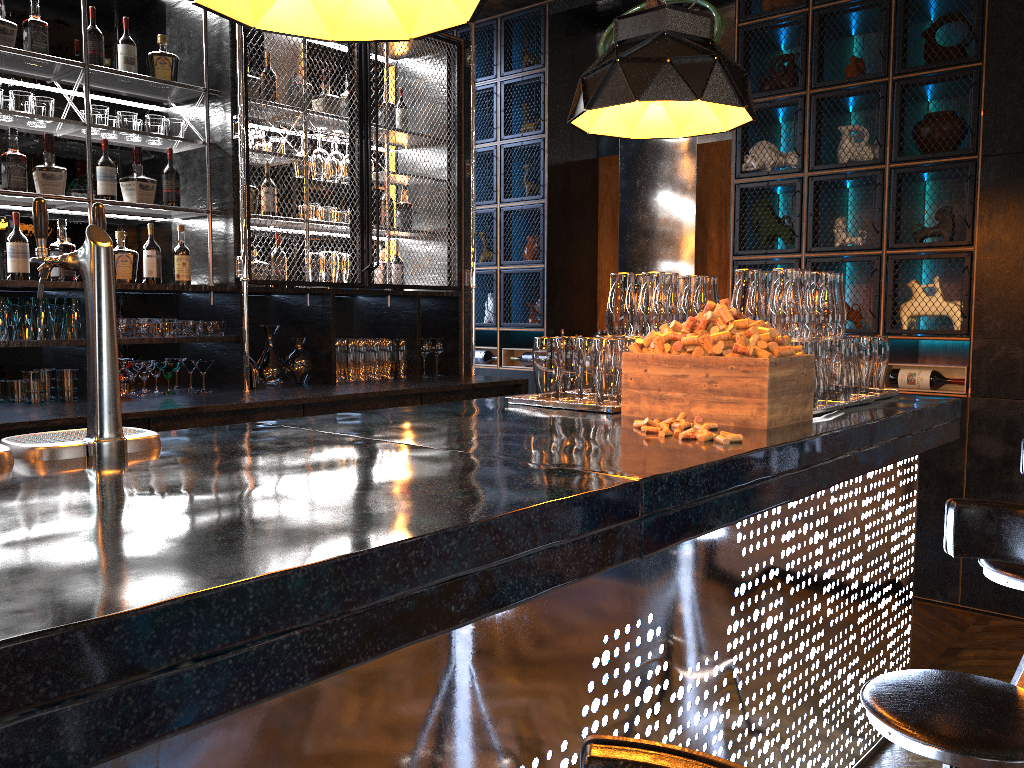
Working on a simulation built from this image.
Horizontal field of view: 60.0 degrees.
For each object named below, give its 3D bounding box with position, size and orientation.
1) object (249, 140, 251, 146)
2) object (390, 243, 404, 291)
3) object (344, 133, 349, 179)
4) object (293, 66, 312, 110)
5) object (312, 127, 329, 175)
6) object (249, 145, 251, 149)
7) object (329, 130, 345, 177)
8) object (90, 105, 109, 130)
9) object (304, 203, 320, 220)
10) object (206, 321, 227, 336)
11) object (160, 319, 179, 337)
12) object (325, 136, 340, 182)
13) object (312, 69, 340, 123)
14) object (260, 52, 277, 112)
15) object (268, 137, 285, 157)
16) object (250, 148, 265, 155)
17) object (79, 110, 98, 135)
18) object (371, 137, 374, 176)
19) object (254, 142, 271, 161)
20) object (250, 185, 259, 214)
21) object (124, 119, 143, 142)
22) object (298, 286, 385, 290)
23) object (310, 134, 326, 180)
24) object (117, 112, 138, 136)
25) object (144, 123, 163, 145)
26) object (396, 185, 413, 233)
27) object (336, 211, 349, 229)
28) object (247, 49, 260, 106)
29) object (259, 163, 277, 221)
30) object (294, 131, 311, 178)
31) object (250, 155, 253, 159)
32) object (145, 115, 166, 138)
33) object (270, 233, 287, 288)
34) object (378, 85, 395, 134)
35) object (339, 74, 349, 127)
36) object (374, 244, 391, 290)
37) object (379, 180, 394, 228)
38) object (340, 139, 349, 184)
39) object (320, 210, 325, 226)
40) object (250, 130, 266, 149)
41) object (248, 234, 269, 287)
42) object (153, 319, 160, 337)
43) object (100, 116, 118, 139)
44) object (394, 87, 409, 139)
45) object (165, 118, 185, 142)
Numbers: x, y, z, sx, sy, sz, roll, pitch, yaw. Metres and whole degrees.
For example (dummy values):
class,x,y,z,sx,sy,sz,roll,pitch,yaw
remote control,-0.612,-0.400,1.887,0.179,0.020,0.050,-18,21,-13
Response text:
class,x,y,z,sx,sy,sz,roll,pitch,yaw
object,-1.363,-1.247,4.465,0.089,0.092,0.089,-2,5,-23
object,-0.703,-0.710,5.404,0.086,0.298,0.086,0,5,0
object,-0.903,-1.275,4.967,0.092,0.244,0.092,4,6,35
object,-1.136,-1.594,4.811,0.083,0.282,0.083,4,6,41
object,-1.040,-1.263,4.810,0.092,0.244,0.092,4,6,35
object,-1.363,-1.225,4.467,0.089,0.092,0.089,-2,5,-23
object,-0.968,-1.270,4.893,0.092,0.244,0.092,4,6,35
object,-1.840,-1.185,3.947,0.089,0.092,0.089,3,5,27
object,-1.083,-0.926,4.802,0.089,0.092,0.089,2,5,25
object,-1.424,-0.267,4.274,0.088,0.070,0.098,-4,6,-39
object,-1.588,-0.260,4.106,0.084,0.082,0.084,2,5,23
object,-1.027,-1.285,5.075,0.092,0.244,0.092,4,6,35
object,-1.035,-1.601,4.929,0.123,0.279,0.123,5,7,45
object,-1.279,-1.589,4.653,0.086,0.297,0.086,0,5,0
object,-1.231,-1.239,4.636,0.089,0.092,0.089,0,5,2
object,-1.312,-1.233,4.562,0.089,0.092,0.089,-2,5,-23
object,-1.929,-1.194,4.056,0.089,0.092,0.089,0,5,-4
object,-0.834,-1.281,5.045,0.092,0.244,0.092,4,6,35
object,-1.338,-1.249,4.761,0.089,0.092,0.089,-2,5,-23
object,-1.385,-0.984,4.578,0.151,0.248,0.094,-4,6,-40
object,-1.802,-1.207,4.215,0.089,0.092,0.089,3,5,27
object,-0.960,-0.539,5.020,0.273,0.019,0.437,4,6,41
object,-1.092,-1.279,5.001,0.092,0.244,0.092,4,6,35
object,-1.767,-1.195,4.074,0.089,0.092,0.089,4,6,40
object,-1.739,-1.214,4.306,0.089,0.092,0.089,-1,5,-9
object,-0.657,-1.067,5.405,0.083,0.282,0.083,-4,6,-39
object,-0.990,-0.956,5.175,0.089,0.092,0.089,2,5,25
object,-1.365,-1.568,4.530,0.123,0.279,0.123,-4,6,-40
object,-1.294,-1.019,4.701,0.086,0.298,0.086,0,5,0
object,-1.164,-1.272,4.919,0.092,0.244,0.092,4,6,35
object,-1.409,-1.244,4.690,0.089,0.092,0.089,0,5,2
object,-1.662,-1.200,4.136,0.089,0.092,0.089,-1,5,-9
object,-1.255,-0.661,4.760,0.086,0.299,0.086,0,5,0
object,-0.744,-1.628,5.258,0.083,0.282,0.083,-3,6,-34
object,-0.930,-1.612,5.046,0.083,0.282,0.083,2,5,26
object,-0.775,-0.694,5.302,0.083,0.282,0.083,2,5,26
object,-0.749,-1.068,5.305,0.086,0.299,0.086,0,5,0
object,-0.958,-1.291,5.153,0.092,0.244,0.092,4,6,35
object,-1.063,-0.948,5.080,0.089,0.092,0.089,2,5,17
object,-1.312,-1.253,4.560,0.089,0.092,0.089,-2,5,-23
object,-1.354,-0.639,4.623,0.123,0.279,0.123,3,5,30
object,-1.673,-0.265,4.157,0.084,0.082,0.084,-4,6,-42
object,-1.890,-1.202,4.153,0.089,0.092,0.089,3,5,27
object,-0.672,-1.646,5.380,0.086,0.298,0.086,1,5,5
object,-1.600,-1.206,4.215,0.089,0.092,0.089,3,5,27
